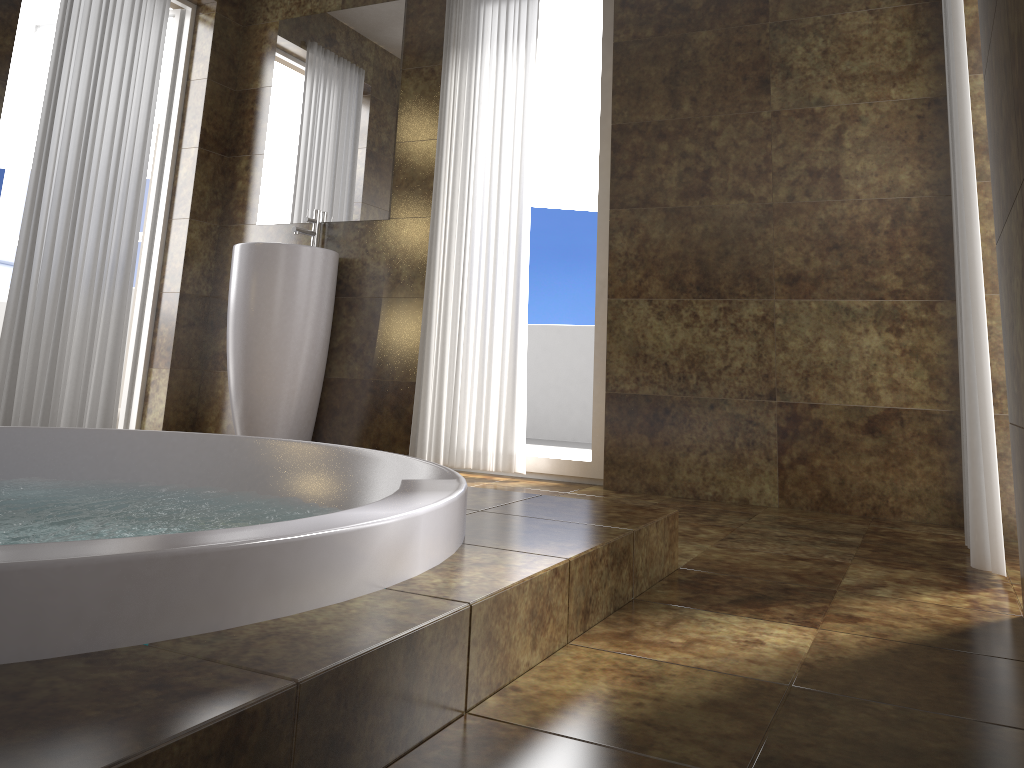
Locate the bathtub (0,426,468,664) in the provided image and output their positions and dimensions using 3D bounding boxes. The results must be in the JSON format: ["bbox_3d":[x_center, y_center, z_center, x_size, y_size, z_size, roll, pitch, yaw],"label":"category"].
[{"bbox_3d":[-0.960,0.282,1.494,1.729,0.538,1.729,3,-1,-33],"label":"bathtub"}]

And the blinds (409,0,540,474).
[{"bbox_3d":[-0.138,-0.800,3.702,0.517,2.334,0.065,-2,-13,24],"label":"blinds"}]

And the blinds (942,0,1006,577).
[{"bbox_3d":[1.210,-0.716,2.362,0.069,2.347,0.467,-3,-13,26],"label":"blinds"}]

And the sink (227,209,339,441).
[{"bbox_3d":[-1.025,-0.247,3.777,0.457,1.171,0.423,-3,-12,28],"label":"sink"}]

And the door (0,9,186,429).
[{"bbox_3d":[-2.207,-0.848,4.369,0.961,2.296,0.038,0,-12,15],"label":"door"}]

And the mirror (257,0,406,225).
[{"bbox_3d":[-0.881,-1.313,4.197,0.766,1.125,0.008,-1,-12,25],"label":"mirror"}]

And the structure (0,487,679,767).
[{"bbox_3d":[-0.958,0.290,1.493,2.003,0.128,1.958,3,1,26],"label":"structure"}]

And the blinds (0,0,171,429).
[{"bbox_3d":[-1.769,-0.871,3.660,0.067,2.347,0.580,-3,-12,26],"label":"blinds"}]
